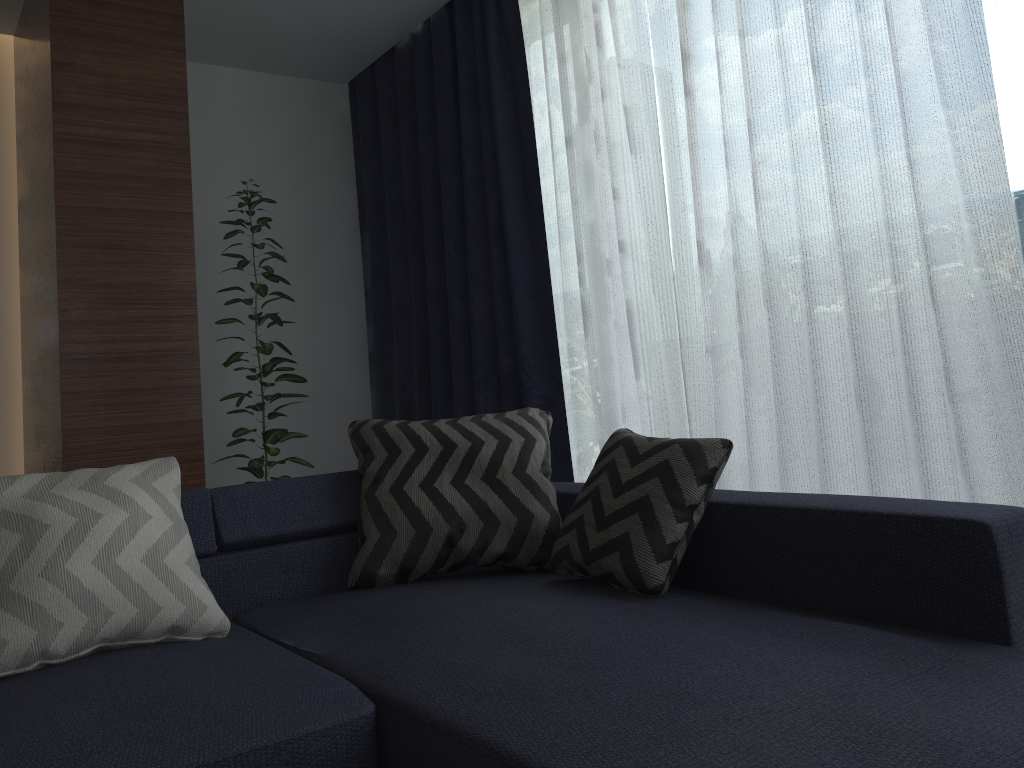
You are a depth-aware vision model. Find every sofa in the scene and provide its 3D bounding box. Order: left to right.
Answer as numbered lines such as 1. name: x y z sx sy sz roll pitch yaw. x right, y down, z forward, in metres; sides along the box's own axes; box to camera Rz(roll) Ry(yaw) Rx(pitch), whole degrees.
1. sofa: -0.601 0.539 1.292 2.877 0.613 1.885 -4 -2 -35

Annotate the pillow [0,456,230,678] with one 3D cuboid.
1. pillow: -0.911 0.375 1.905 0.495 0.391 0.340 -3 -4 -35

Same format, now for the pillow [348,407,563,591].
1. pillow: -0.149 0.339 2.438 0.598 0.522 0.352 -4 -4 -5

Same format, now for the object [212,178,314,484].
1. object: -1.095 -0.001 3.859 0.501 1.860 0.481 -7 -6 23

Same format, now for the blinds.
1. blinds: -1.007 -0.530 0.502 5.808 2.793 7.082 -4 -2 -32

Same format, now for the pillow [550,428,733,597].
1. pillow: 0.291 0.286 2.084 0.286 0.347 0.412 -2 -4 -30
